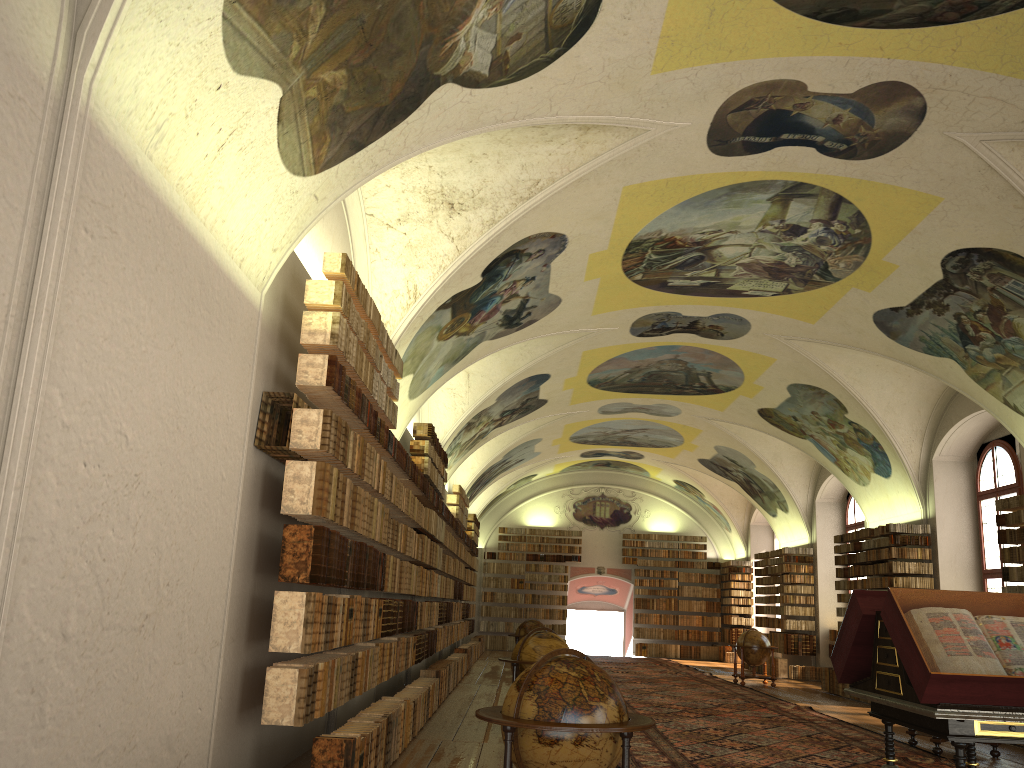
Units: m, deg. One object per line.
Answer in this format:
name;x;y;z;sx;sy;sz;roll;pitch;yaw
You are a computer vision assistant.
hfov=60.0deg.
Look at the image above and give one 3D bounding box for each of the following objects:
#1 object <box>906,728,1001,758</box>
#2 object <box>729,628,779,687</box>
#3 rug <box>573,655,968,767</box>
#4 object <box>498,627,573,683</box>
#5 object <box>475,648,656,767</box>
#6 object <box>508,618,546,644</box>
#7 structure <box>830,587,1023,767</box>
object;6.263;4.498;12.689;1.282;1.442;1.282;12;-17;-35
object;6.363;7.170;23.341;1.281;1.442;1.283;-10;-18;42
rug;3.469;5.880;15.946;4.704;0.064;37.071;2;-14;1
object;0.426;4.256;12.799;1.280;1.442;1.283;-8;-17;37
object;0.366;2.617;6.267;1.282;1.442;1.282;12;-17;-35
object;0.519;6.931;23.463;1.281;1.442;1.283;-10;-18;42
structure;3.270;2.522;6.433;1.245;1.972;1.900;2;-14;1
